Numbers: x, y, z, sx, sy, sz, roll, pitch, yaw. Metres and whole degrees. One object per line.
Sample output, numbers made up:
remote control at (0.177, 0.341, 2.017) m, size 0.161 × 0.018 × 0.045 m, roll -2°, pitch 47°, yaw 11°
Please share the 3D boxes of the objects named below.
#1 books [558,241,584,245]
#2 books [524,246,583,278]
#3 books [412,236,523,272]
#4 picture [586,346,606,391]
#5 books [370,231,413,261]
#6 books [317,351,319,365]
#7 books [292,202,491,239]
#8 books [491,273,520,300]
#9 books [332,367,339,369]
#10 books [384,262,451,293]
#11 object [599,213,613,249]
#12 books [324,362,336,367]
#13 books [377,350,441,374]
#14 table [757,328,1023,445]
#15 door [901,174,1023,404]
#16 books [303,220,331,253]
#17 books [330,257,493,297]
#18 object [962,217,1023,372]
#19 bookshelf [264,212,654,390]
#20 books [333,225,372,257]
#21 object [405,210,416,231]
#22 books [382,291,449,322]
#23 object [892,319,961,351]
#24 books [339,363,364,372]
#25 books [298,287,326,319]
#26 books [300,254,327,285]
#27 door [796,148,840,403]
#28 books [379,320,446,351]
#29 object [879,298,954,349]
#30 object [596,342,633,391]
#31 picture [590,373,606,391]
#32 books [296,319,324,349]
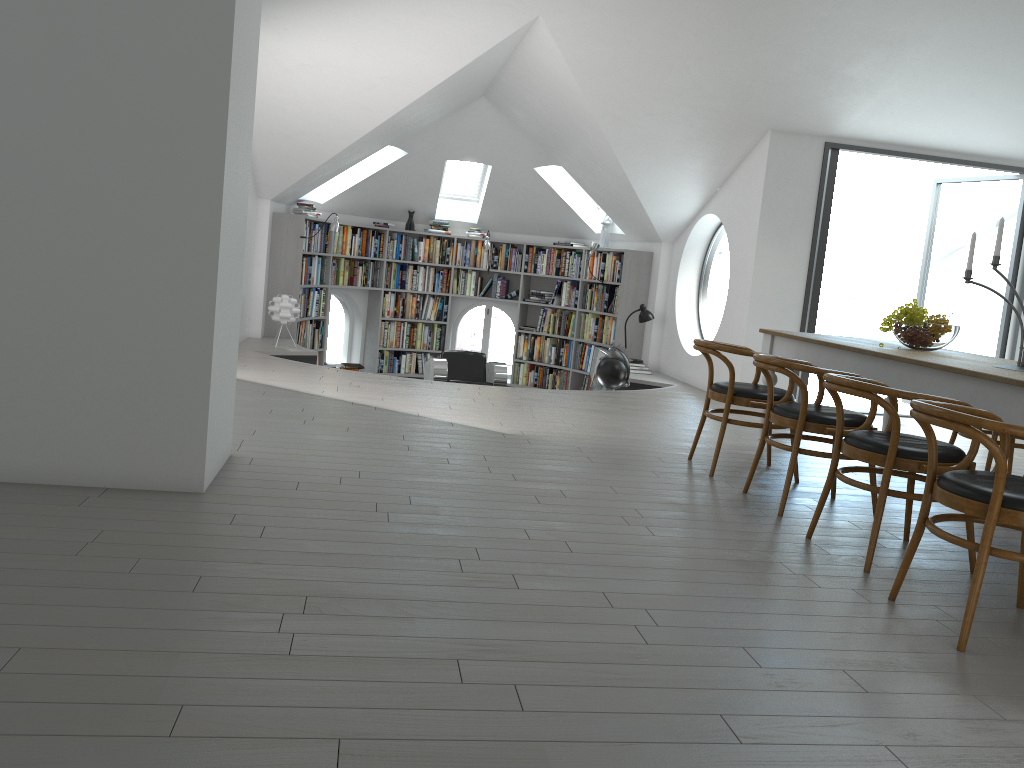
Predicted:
books at (0.768, -1.827, 11.517) m, size 0.233 × 0.027 × 0.248 m, roll 0°, pitch 9°, yaw -36°
books at (0.599, -1.593, 11.571) m, size 0.971 × 0.366 × 0.306 m, roll 11°, pitch 8°, yaw 34°
books at (-0.587, -1.748, 11.851) m, size 1.565 × 0.366 × 0.395 m, roll 5°, pitch 7°, yaw -4°
picture at (1.042, 0.000, 10.651) m, size 0.090 × 0.860 × 0.580 m, roll 4°, pitch 7°, yaw -19°
books at (-1.619, -1.801, 11.557) m, size 0.682 × 0.345 × 0.266 m, roll 1°, pitch 8°, yaw -32°
books at (-2.544, -0.225, 10.430) m, size 0.283 × 0.319 × 0.921 m, roll 7°, pitch 7°, yaw 9°
books at (-1.546, -2.065, 11.242) m, size 2.814 × 0.173 × 0.750 m, roll 0°, pitch 10°, yaw -39°
books at (-0.049, -1.302, 11.876) m, size 0.399 × 0.340 × 0.225 m, roll 7°, pitch 7°, yaw 11°
books at (-2.369, -0.214, 11.230) m, size 0.269 × 0.031 × 0.287 m, roll 1°, pitch 9°, yaw -33°
books at (-1.297, -1.419, 11.803) m, size 1.027 × 0.358 × 0.301 m, roll 3°, pitch 7°, yaw -23°
object at (1.160, -1.910, 10.991) m, size 0.179 × 0.471 × 0.179 m, roll 6°, pitch 6°, yaw 0°
books at (-2.365, -0.245, 11.226) m, size 0.213 × 0.036 × 0.227 m, roll 1°, pitch 9°, yaw -33°
books at (-1.395, -0.297, 11.876) m, size 1.018 × 0.305 × 0.289 m, roll 2°, pitch 7°, yaw -24°
table at (2.304, 0.319, 4.179) m, size 1.018 × 0.796 × 3.361 m, roll 5°, pitch 8°, yaw -9°
door at (4.495, -0.877, 8.833) m, size 0.080 × 2.339 × 1.055 m, roll 3°, pitch 7°, yaw -24°
books at (-2.396, -1.709, 10.223) m, size 0.300 × 0.360 × 1.036 m, roll 6°, pitch 7°, yaw 7°
books at (-1.406, -1.390, 11.552) m, size 2.527 × 0.370 × 0.593 m, roll 2°, pitch 8°, yaw -28°
object at (2.422, -0.479, 3.931) m, size 0.265 × 0.872 × 0.777 m, roll 1°, pitch 8°, yaw -35°
bookshelf at (-0.727, -0.931, 11.126) m, size 4.331 × 1.875 × 2.116 m, roll 5°, pitch 7°, yaw -9°
books at (-2.089, -1.794, 11.063) m, size 0.269 × 0.372 × 0.793 m, roll 10°, pitch 8°, yaw 34°
object at (-1.319, -2.138, 11.633) m, size 0.147 × 0.264 × 0.202 m, roll 4°, pitch 7°, yaw -13°
books at (-1.318, -1.038, 11.804) m, size 0.997 × 0.350 × 0.298 m, roll 2°, pitch 7°, yaw -26°
object at (2.287, -0.264, 4.933) m, size 0.360 × 0.159 × 0.361 m, roll 2°, pitch 8°, yaw -29°
books at (-2.066, -0.206, 11.454) m, size 0.318 × 0.099 × 0.293 m, roll 5°, pitch 7°, yaw -8°
books at (-2.444, -0.950, 10.290) m, size 0.261 × 0.358 × 1.022 m, roll 7°, pitch 7°, yaw 7°
books at (-2.445, -1.330, 10.282) m, size 0.303 × 0.347 × 1.091 m, roll 6°, pitch 7°, yaw 6°
door at (2.698, -1.021, 8.564) m, size 0.080 × 2.339 × 1.055 m, roll 5°, pitch 6°, yaw -9°
books at (-1.345, -0.656, 11.850) m, size 1.031 × 0.356 × 0.294 m, roll 2°, pitch 7°, yaw -24°
object at (2.266, -0.331, 4.937) m, size 0.394 × 0.283 × 0.293 m, roll -1°, pitch 10°, yaw -45°
object at (1.002, -0.134, 8.821) m, size 0.320 × 0.561 × 0.322 m, roll 1°, pitch 8°, yaw -36°
picture at (1.010, 0.180, 10.484) m, size 0.106 × 0.553 × 0.491 m, roll 4°, pitch 7°, yaw -19°
books at (-2.522, -0.372, 10.085) m, size 0.390 × 0.693 × 1.646 m, roll 6°, pitch 7°, yaw 1°
